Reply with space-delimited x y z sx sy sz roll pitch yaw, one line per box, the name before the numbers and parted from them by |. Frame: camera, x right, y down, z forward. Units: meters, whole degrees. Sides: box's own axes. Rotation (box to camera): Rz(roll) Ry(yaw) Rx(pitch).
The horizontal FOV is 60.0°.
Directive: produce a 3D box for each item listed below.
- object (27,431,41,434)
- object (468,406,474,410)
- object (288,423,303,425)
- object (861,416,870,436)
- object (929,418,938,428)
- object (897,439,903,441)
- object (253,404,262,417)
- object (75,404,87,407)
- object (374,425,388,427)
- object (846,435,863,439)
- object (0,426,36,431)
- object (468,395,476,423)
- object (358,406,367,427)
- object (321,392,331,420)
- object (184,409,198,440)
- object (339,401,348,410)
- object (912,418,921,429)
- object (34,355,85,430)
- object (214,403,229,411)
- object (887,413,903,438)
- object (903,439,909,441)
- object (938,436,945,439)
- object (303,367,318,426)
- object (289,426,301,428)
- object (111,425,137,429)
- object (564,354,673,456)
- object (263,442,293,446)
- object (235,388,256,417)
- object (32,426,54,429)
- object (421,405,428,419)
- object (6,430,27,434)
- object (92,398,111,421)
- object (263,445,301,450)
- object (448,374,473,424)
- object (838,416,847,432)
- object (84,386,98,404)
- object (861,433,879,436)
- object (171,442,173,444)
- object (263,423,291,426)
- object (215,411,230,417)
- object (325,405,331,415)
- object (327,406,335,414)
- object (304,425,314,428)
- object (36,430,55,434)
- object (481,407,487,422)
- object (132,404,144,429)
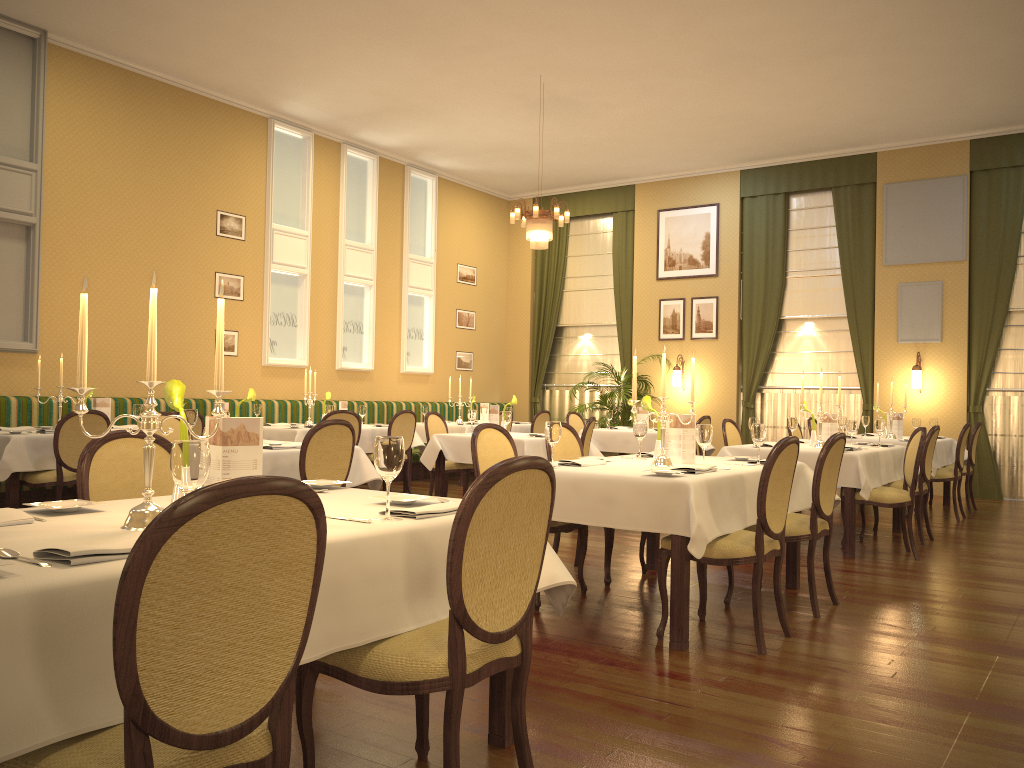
object | -3.654 0.370 6.767 0.181 0.015 0.038 0 -1 36
object | -0.574 0.419 12.294 0.088 0.229 0.088 1 -1 -8
object | -2.398 0.441 9.709 0.160 0.024 0.160 1 -1 35
object | 3.975 0.474 9.975 0.088 0.229 0.088 1 -1 -8
object | 4.524 0.478 9.513 0.088 0.229 0.088 1 -1 -8
object | 3.956 0.563 8.899 0.181 0.015 0.038 0 -1 36
object | -2.662 0.325 9.265 0.088 0.229 0.088 1 -1 -8
object | -3.425 0.272 7.043 0.088 0.229 0.088 1 -1 -8
object | -1.404 0.465 9.852 0.142 0.024 0.273 1 -1 35
object | 3.580 0.556 9.316 0.142 0.033 0.273 1 -1 35
object | -4.029 0.362 7.184 0.142 0.033 0.273 1 -1 35
object | -0.533 0.341 11.933 0.076 0.375 0.163 1 -1 21
object | -1.631 0.353 9.668 0.088 0.229 0.088 1 -1 -8
object | -2.028 0.271 9.643 0.076 0.375 0.163 2 -1 -34
object | -2.097 0.278 5.789 0.088 0.229 0.088 1 -1 -8
object | -1.856 0.328 9.778 0.081 0.277 0.166 1 -1 -4
object | 4.184 0.465 9.174 0.088 0.229 0.088 1 -1 -8
object | -3.720 0.061 7.309 0.390 0.655 0.131 2 -1 -36
object | -1.895 0.260 5.750 0.081 0.277 0.166 1 -1 -9
object | 4.144 0.449 9.567 0.166 0.277 0.081 1 -1 6
object | 3.908 0.556 8.743 0.160 0.024 0.160 1 -1 35
object | 4.674 0.590 9.756 0.142 0.024 0.273 1 -1 35
object | -2.161 0.130 9.477 0.131 0.655 0.390 2 -1 -41
object | -2.170 0.431 8.839 0.160 0.024 0.160 1 -1 35
object | -3.511 0.387 8.004 0.142 0.033 0.273 1 -1 35
object | 1.565 0.449 12.887 1.496 1.807 1.552 1 -1 15
object | -1.526 0.392 5.718 0.160 0.024 0.160 1 -1 35
object | -1.761 0.213 5.792 0.163 0.375 0.076 1 -1 11
object | -3.929 0.372 7.482 0.160 0.024 0.160 1 -1 35
object | -1.133 0.394 11.489 0.088 0.229 0.088 1 -1 -8
object | -3.702 0.362 6.611 0.160 0.024 0.160 1 -1 35
object | -3.466 0.255 7.435 0.166 0.277 0.081 1 -1 6
object | -1.430 0.392 5.524 0.142 0.024 0.273 1 -1 35
object | -0.683 0.196 11.639 0.390 0.655 0.131 0 -1 40
object | 3.416 0.449 9.169 0.088 0.229 0.088 1 -1 -8
object | -3.618 0.204 7.565 0.076 0.375 0.163 1 -1 16
object | 4.099 0.580 10.136 0.142 0.033 0.273 1 -1 35
object | -2.140 0.386 5.713 0.185 0.010 0.017 1 -1 36
object | -2.498 0.431 9.412 0.142 0.033 0.273 1 -1 35
object | -1.771 0.279 5.421 0.088 0.229 0.088 1 -1 -8
object | -2.103 0.350 10.071 0.088 0.229 0.088 1 -1 -13
object | -1.894 0.341 9.270 0.088 0.229 0.088 1 -1 -8
object | -1.984 0.437 9.099 0.142 0.033 0.273 1 -1 35
object | -3.516 0.368 6.872 0.142 0.033 0.273 1 -1 35
object | -0.365 0.410 11.494 0.088 0.229 0.088 1 -1 -8
object | -3.139 0.284 7.441 0.088 0.229 0.088 1 -1 -8
